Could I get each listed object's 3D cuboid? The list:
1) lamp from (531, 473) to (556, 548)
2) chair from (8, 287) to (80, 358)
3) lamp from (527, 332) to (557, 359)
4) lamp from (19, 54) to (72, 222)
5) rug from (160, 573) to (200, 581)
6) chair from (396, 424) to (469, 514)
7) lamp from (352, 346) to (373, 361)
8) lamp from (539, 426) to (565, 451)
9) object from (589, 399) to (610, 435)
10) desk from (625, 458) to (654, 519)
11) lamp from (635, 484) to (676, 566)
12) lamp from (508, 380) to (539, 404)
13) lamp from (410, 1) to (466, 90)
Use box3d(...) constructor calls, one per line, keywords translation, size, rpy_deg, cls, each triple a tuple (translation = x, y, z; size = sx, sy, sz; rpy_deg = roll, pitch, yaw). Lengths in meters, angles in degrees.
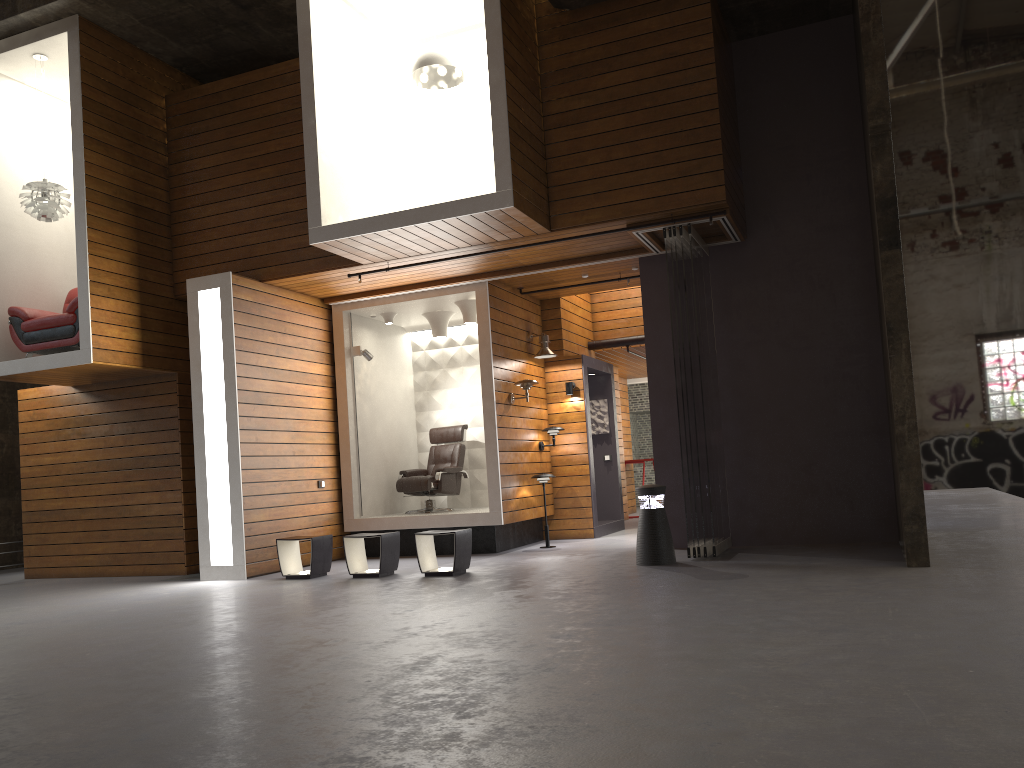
box3d(translation=(0.384, 1.450, 10.192), size=(0.288, 0.860, 0.288), rpy_deg=(-4, -3, 7), cls="lamp")
box3d(translation=(-4.635, -0.707, 9.564), size=(1.202, 0.935, 0.954), rpy_deg=(-6, -5, 22), cls="chair")
box3d(translation=(0.373, -0.490, 10.812), size=(0.346, 0.330, 0.295), rpy_deg=(-6, -5, 24), cls="lamp")
box3d(translation=(-4.942, -2.603, 9.338), size=(0.511, 1.769, 0.489), rpy_deg=(-3, -3, -14), cls="lamp")
box3d(translation=(-3.125, 2.072, 9.837), size=(0.541, 0.014, 1.581), rpy_deg=(-6, -6, 22), cls="rug")
box3d(translation=(-0.987, 1.060, 11.085), size=(0.757, 1.068, 0.825), rpy_deg=(-7, -5, 37), cls="chair")
box3d(translation=(-1.775, -0.363, 10.536), size=(0.248, 0.188, 0.130), rpy_deg=(-3, -4, -9), cls="lamp")
box3d(translation=(0.494, 0.664, 10.885), size=(0.327, 0.296, 0.288), rpy_deg=(-6, -5, 22), cls="lamp")
box3d(translation=(1.159, 0.466, 12.372), size=(0.381, 0.477, 0.048), rpy_deg=(-5, -3, 22), cls="object")
box3d(translation=(2.434, 1.811, 15.549), size=(0.845, 0.982, 1.719), rpy_deg=(-5, -5, 22), cls="desk")
box3d(translation=(1.246, 1.232, 7.808), size=(0.349, 0.694, 0.348), rpy_deg=(-6, -4, 28), cls="lamp")
box3d(translation=(0.139, 0.081, 10.084), size=(0.352, 0.270, 0.288), rpy_deg=(-6, -5, 22), cls="lamp")
box3d(translation=(-0.732, -3.391, 8.408), size=(0.531, 0.984, 0.530), rpy_deg=(-6, -4, 34), cls="lamp")
